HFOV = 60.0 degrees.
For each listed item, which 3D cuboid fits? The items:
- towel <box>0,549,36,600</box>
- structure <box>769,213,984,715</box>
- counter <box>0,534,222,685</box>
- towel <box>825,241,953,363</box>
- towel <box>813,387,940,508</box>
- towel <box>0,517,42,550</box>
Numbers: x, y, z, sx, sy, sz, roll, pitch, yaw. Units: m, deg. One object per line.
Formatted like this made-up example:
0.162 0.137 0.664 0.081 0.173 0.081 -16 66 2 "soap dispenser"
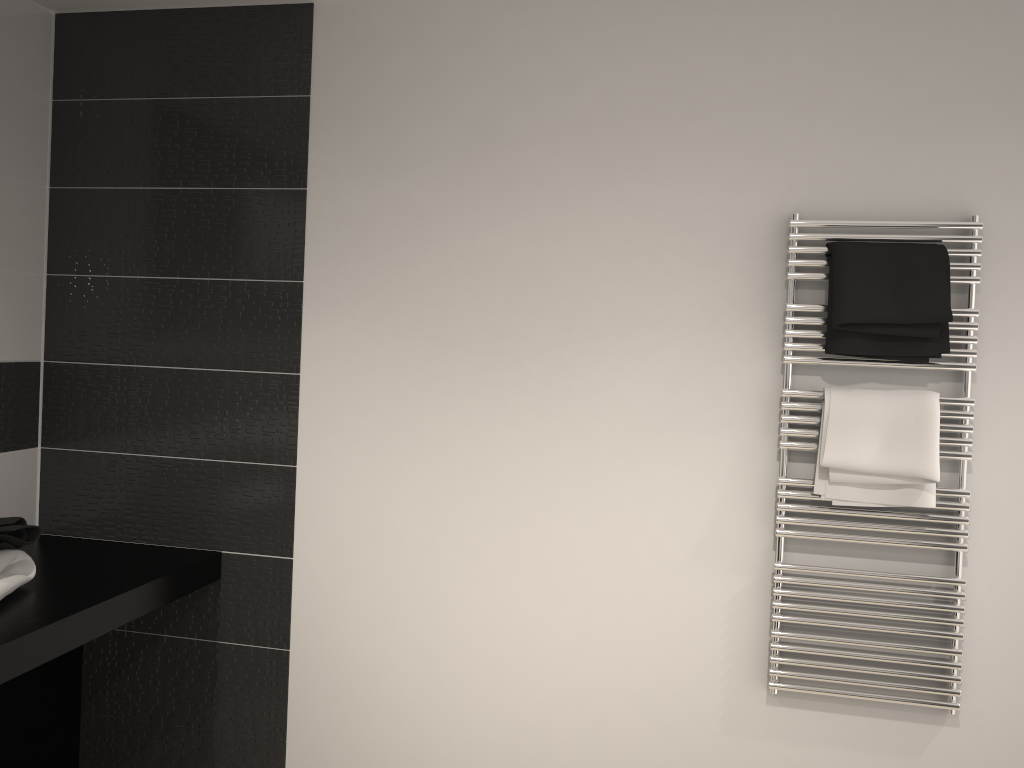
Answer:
-1.410 0.464 2.137 0.406 0.133 0.391 2 3 -3 "towel"
0.946 0.200 2.327 0.473 1.291 0.039 3 1 12 "structure"
-1.611 0.615 0.920 0.655 0.084 3.847 3 3 12 "counter"
0.965 -0.213 2.269 0.300 0.309 0.141 3 1 9 "towel"
0.942 0.167 2.288 0.303 0.309 0.098 3 1 13 "towel"
-1.438 0.392 2.156 0.406 0.131 0.388 2 3 -1 "towel"
